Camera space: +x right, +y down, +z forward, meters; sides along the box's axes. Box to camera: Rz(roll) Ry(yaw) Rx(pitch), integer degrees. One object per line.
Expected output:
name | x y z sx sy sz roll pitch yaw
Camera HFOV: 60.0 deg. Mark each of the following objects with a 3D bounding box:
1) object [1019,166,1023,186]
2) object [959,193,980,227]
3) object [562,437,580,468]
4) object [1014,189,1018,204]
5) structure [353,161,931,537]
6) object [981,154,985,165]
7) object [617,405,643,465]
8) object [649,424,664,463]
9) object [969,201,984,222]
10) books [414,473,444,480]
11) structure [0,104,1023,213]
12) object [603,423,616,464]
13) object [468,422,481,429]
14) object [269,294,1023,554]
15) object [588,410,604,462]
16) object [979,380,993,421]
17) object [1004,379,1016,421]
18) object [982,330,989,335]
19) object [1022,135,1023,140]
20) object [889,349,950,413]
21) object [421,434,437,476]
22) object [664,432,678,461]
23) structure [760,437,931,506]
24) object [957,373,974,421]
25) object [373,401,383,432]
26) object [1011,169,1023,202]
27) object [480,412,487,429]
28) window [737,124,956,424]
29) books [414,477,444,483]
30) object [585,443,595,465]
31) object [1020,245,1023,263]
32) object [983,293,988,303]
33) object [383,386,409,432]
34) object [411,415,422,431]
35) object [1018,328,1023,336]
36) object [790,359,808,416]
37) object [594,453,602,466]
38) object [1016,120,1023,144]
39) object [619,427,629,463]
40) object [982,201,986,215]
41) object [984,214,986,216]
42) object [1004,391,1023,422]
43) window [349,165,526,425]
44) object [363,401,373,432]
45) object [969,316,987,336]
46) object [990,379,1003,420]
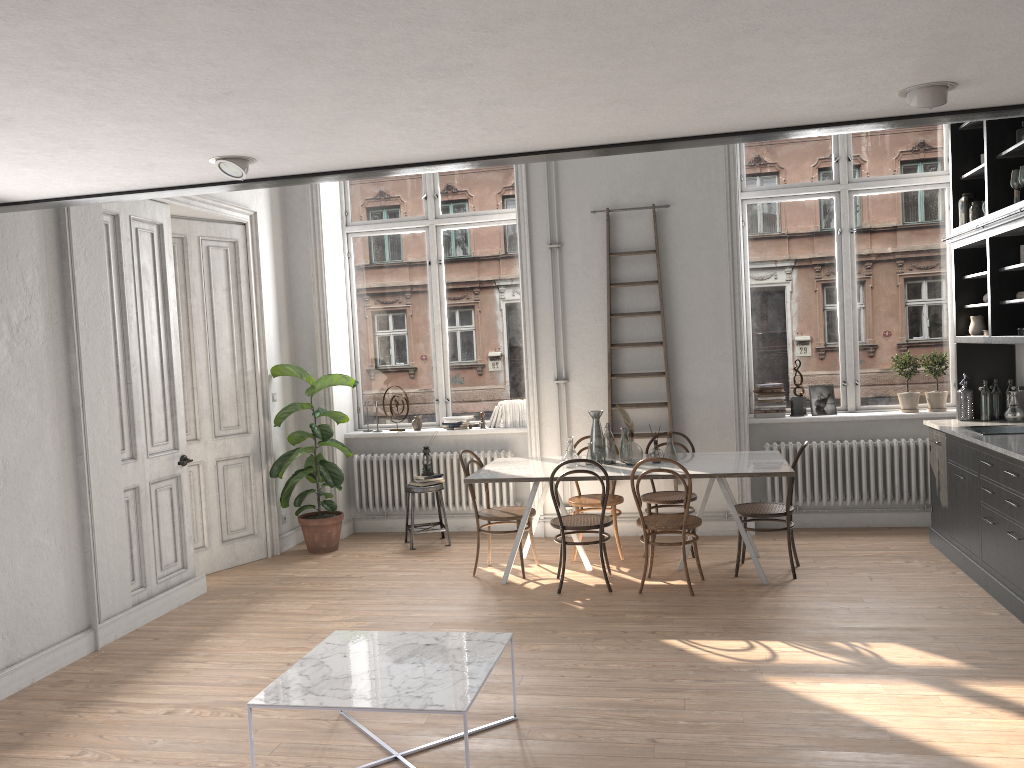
object | 3.106 -1.204 5.352 0.083 0.221 0.083 -5 3 -32
object | 3.347 -1.273 6.493 0.118 0.238 0.118 -3 3 -3
object | 0.428 0.495 6.448 0.132 0.219 0.132 -3 3 1
object | 3.244 -1.196 5.704 0.123 0.161 0.123 -2 3 20
structure | 0.963 -0.932 7.606 5.182 4.476 0.340 -2 3 12
object | 3.449 -1.603 6.454 0.059 0.135 0.082 -1 4 39
object | 0.860 0.361 6.393 0.157 0.446 0.157 -1 3 29
object | 1.044 0.431 6.441 0.107 0.284 0.106 -3 3 6
object | 3.341 -1.226 6.351 0.114 0.155 0.114 -2 3 15
books | -0.727 0.806 7.729 0.147 0.027 0.221 -1 3 44
structure | -0.342 -1.432 1.682 5.927 1.213 4.156 -3 3 12
object | 0.713 0.436 6.518 0.086 0.301 0.086 -3 3 -3
object | -0.338 0.383 8.188 0.153 0.048 0.088 -5 3 -39
object | 0.746 0.427 6.903 5.827 1.843 0.791 -2 3 17
object | 0.637 0.394 6.645 0.116 0.383 0.116 -2 3 23
object | 3.480 0.120 6.514 0.086 0.301 0.086 -3 3 -3
object | 3.630 0.114 6.456 0.086 0.301 0.086 -5 3 -33
object | 3.465 -0.369 6.347 0.180 0.037 0.180 -3 2 -3
object | 3.266 -1.552 5.621 0.041 0.125 0.053 -4 3 -21
object | 3.416 -0.029 7.412 0.500 0.524 0.234 -3 3 1
object | -0.721 0.602 7.745 0.163 0.383 0.154 -4 3 -15
object | 1.159 0.458 6.496 0.101 0.212 0.101 -5 4 -39
structure | 2.875 0.735 7.399 1.577 0.552 0.194 -3 3 12
object | 3.375 0.095 6.600 0.109 0.349 0.109 -3 3 -7
object | -1.269 0.306 8.333 0.095 0.289 0.095 -1 3 34
object | 3.130 -1.211 5.480 0.083 0.221 0.083 0 4 43
object | -0.268 0.331 8.113 0.048 0.153 0.088 -4 3 -18
window | 9.388 -5.975 9.073 14.386 15.942 26.385 -2 3 12
books | -0.727 0.829 7.730 0.232 0.029 0.162 -4 3 -18
object | 0.580 0.514 6.548 0.083 0.158 0.083 -3 3 7
object | 3.332 -0.831 5.741 0.082 0.135 0.059 -4 3 -21
object | 3.504 -0.636 6.468 0.140 0.100 0.125 -3 3 -7
object | -1.083 0.229 8.311 0.347 0.425 0.087 0 4 44
object | -0.887 0.361 8.276 0.100 0.142 0.102 -4 3 -14
object | 3.215 -0.335 5.550 0.088 0.059 0.104 -3 3 0
object | 2.452 0.031 7.606 0.122 0.488 0.102 -1 4 36
object | 0.623 0.548 6.445 0.058 0.094 0.058 -1 4 40
object | 3.293 -1.595 5.704 0.084 0.199 0.065 -1 3 33
object | 0.840 0.450 6.567 0.098 0.255 0.100 -4 3 -12
object | 3.226 -1.304 5.944 0.134 0.358 0.134 -5 3 -33
object | 3.374 -1.220 6.241 0.096 0.150 0.096 -3 3 0
object | 3.587 0.160 6.338 0.132 0.219 0.120 -2 3 12
window | -0.715 -1.052 8.353 1.622 2.844 0.013 -2 3 12
object | -1.372 0.308 8.412 0.095 0.289 0.095 0 4 43
object | 3.425 -0.429 6.512 0.127 0.144 0.115 -3 3 -10
object | 3.589 0.111 6.572 0.086 0.301 0.086 -2 3 26
